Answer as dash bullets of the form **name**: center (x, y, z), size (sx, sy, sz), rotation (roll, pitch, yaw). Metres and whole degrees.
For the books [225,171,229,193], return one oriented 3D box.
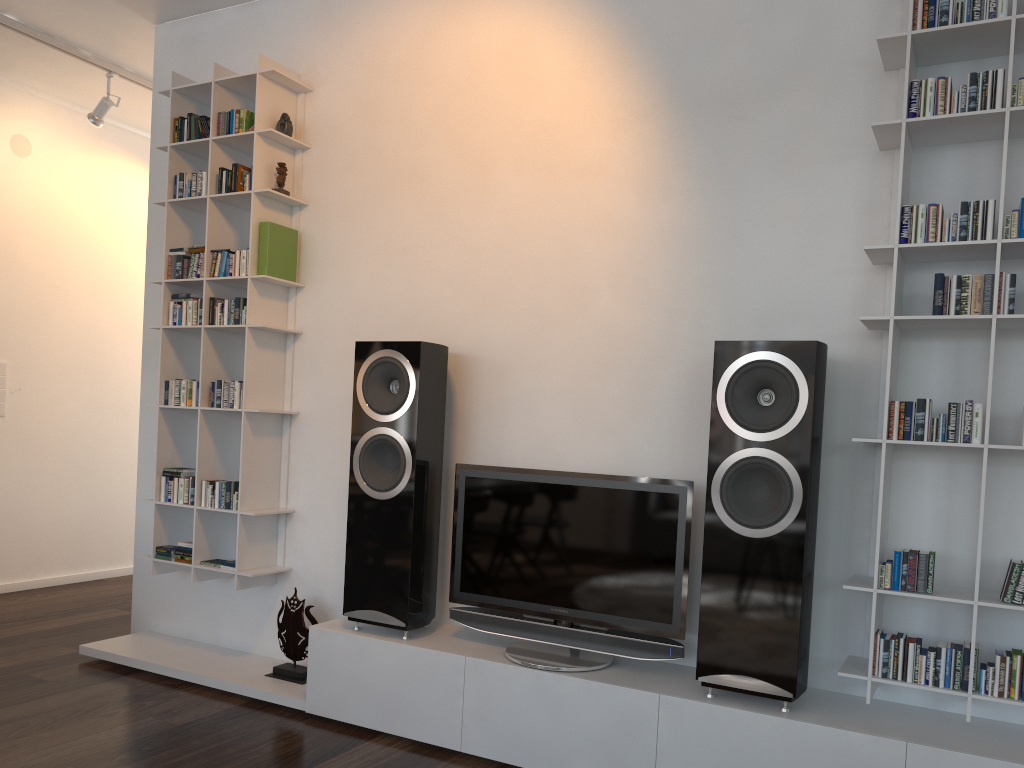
- **books**: center (-1.109, -0.791, 3.512), size (0.014, 0.092, 0.070), rotation (4, 0, 28)

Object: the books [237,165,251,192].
- **books**: center (-1.051, -0.798, 3.483), size (0.016, 0.107, 0.069), rotation (4, 1, 28)

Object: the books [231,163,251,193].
- **books**: center (-1.072, -0.803, 3.493), size (0.029, 0.116, 0.074), rotation (4, 0, 28)

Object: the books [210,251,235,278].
- **books**: center (-1.147, -0.471, 3.547), size (0.088, 0.107, 0.096), rotation (3, 0, 28)

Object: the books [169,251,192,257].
- **books**: center (-1.358, -0.533, 3.658), size (0.092, 0.014, 0.070), rotation (1, -3, 28)

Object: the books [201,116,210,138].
- **books**: center (-1.210, -1.025, 3.567), size (0.057, 0.098, 0.069), rotation (3, 0, 28)

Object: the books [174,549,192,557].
- **books**: center (-1.316, 0.690, 3.617), size (0.107, 0.023, 0.069), rotation (2, -3, 28)

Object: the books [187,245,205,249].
- **books**: center (-1.243, -0.550, 3.596), size (0.111, 0.014, 0.093), rotation (1, -3, 28)

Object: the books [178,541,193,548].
- **books**: center (-1.306, 0.657, 3.616), size (0.092, 0.014, 0.070), rotation (1, -3, 28)

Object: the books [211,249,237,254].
- **books**: center (-1.141, -0.528, 3.537), size (0.107, 0.008, 0.069), rotation (1, -3, 28)

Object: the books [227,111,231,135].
- **books**: center (-1.106, -1.022, 3.526), size (0.012, 0.107, 0.069), rotation (4, 1, 28)

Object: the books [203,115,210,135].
- **books**: center (-1.202, -1.025, 3.562), size (0.057, 0.098, 0.069), rotation (3, 0, 28)

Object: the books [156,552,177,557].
- **books**: center (-1.418, 0.705, 3.675), size (0.092, 0.014, 0.070), rotation (1, -3, 28)

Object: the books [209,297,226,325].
- **books**: center (-1.186, -0.287, 3.570), size (0.029, 0.116, 0.074), rotation (4, 0, 28)

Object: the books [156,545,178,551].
- **books**: center (-1.413, 0.682, 3.673), size (0.107, 0.009, 0.069), rotation (1, -3, 28)

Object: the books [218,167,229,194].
- **books**: center (-1.138, -0.800, 3.524), size (0.023, 0.107, 0.069), rotation (4, 1, 28)

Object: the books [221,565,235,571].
- **books**: center (-1.099, 0.729, 3.518), size (0.092, 0.014, 0.070), rotation (1, -3, 28)

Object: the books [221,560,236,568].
- **books**: center (-1.097, 0.716, 3.513), size (0.093, 0.014, 0.070), rotation (1, -3, 33)

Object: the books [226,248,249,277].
- **books**: center (-1.045, -0.471, 3.505), size (0.136, 0.113, 0.122), rotation (2, -1, 28)

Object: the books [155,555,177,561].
- **books**: center (-1.419, 0.719, 3.674), size (0.098, 0.015, 0.074), rotation (1, -3, 28)

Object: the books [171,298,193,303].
- **books**: center (-1.342, -0.342, 3.679), size (0.111, 0.012, 0.093), rotation (1, -3, 28)

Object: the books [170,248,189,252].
- **books**: center (-1.356, -0.547, 3.653), size (0.093, 0.014, 0.070), rotation (1, -3, 33)

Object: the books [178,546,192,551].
- **books**: center (-1.307, 0.671, 3.616), size (0.092, 0.014, 0.070), rotation (1, -3, 28)

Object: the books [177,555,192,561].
- **books**: center (-1.310, 0.708, 3.616), size (0.092, 0.014, 0.070), rotation (1, -3, 28)

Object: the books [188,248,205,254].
- **books**: center (-1.249, -0.536, 3.589), size (0.107, 0.018, 0.069), rotation (1, -3, 28)

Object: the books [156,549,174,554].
- **books**: center (-1.419, 0.692, 3.674), size (0.092, 0.015, 0.070), rotation (1, -3, 28)

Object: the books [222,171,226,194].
- **books**: center (-1.121, -0.792, 3.519), size (0.014, 0.092, 0.070), rotation (4, 0, 28)

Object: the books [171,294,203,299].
- **books**: center (-1.341, -0.358, 3.683), size (0.111, 0.022, 0.096), rotation (1, -3, 28)

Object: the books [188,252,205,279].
- **books**: center (-1.247, -0.473, 3.605), size (0.114, 0.108, 0.096), rotation (2, -1, 28)

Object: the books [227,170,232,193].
- **books**: center (-1.094, -0.792, 3.503), size (0.020, 0.093, 0.070), rotation (4, 0, 28)

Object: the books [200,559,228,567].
- **books**: center (-1.190, 0.728, 3.592), size (0.111, 0.012, 0.093), rotation (1, -3, 28)

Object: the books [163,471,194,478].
- **books**: center (-1.388, 0.376, 3.679), size (0.107, 0.023, 0.069), rotation (2, -3, 28)

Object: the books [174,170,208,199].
- **books**: center (-1.274, -0.805, 3.631), size (0.221, 0.113, 0.109), rotation (2, -1, 28)

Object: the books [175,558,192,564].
- **books**: center (-1.315, 0.723, 3.622), size (0.107, 0.016, 0.069), rotation (1, -3, 28)

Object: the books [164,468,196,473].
- **books**: center (-1.378, 0.359, 3.693), size (0.111, 0.012, 0.093), rotation (1, -3, 28)
